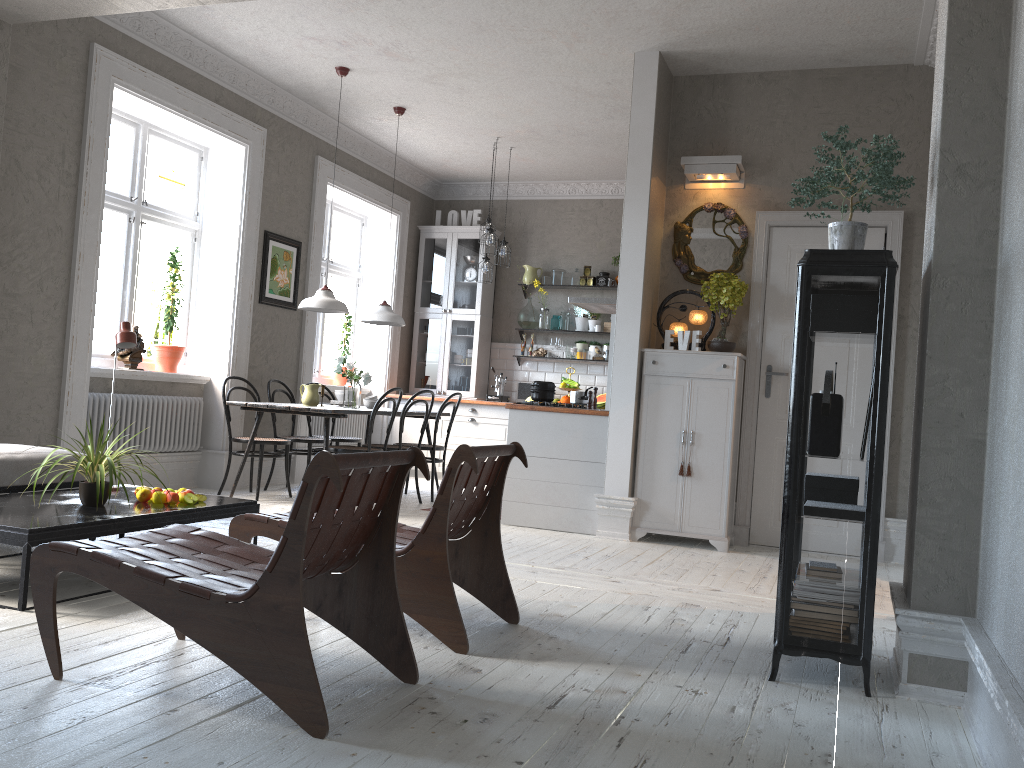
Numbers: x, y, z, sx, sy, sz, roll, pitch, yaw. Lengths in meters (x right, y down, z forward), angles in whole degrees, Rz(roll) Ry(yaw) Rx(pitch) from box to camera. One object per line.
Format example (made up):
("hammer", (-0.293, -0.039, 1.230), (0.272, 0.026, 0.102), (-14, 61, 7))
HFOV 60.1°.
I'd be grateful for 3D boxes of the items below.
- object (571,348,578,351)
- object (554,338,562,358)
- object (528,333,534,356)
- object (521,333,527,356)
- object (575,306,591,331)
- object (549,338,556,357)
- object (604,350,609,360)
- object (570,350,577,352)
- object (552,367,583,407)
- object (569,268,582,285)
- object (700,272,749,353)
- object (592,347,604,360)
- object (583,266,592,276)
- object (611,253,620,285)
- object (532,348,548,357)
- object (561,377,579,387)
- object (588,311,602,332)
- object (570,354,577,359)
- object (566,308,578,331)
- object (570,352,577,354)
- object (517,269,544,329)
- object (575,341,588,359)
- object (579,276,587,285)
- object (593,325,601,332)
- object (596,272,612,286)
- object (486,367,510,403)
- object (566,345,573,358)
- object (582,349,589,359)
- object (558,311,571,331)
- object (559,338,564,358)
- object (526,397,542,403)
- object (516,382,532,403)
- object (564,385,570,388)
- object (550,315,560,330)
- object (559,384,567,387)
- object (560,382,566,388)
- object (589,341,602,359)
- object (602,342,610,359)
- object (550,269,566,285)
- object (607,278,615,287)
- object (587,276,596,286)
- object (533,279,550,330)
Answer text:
("object", (0.664, -0.357, 9.481), (0.077, 0.051, 0.077), (4, -1, 6))
("object", (0.495, -0.390, 9.553), (0.081, 0.217, 0.082), (4, -1, 6))
("object", (0.220, -0.427, 9.735), (0.063, 0.264, 0.052), (5, -2, -34))
("object", (0.127, -0.432, 9.784), (0.053, 0.264, 0.061), (4, -1, -8))
("object", (0.781, -0.735, 9.589), (0.240, 0.354, 0.239), (3, -2, 38))
("object", (0.446, -0.391, 9.671), (0.081, 0.217, 0.082), (4, -1, 6))
("object", (1.021, -0.302, 9.385), (0.077, 0.108, 0.078), (4, -1, 14))
("object", (0.662, -0.331, 9.481), (0.075, 0.051, 0.079), (3, -1, 39))
("object", (0.608, 0.033, 9.372), (0.351, 0.425, 0.353), (4, -1, 5))
("object", (0.704, -1.155, 9.685), (0.142, 0.220, 0.138), (5, -1, -20))
("object", (1.438, -0.478, 5.978), (0.347, 0.553, 0.291), (5, -2, -36))
("object", (0.927, -0.324, 9.438), (0.119, 0.147, 0.100), (4, -1, -12))
("object", (0.810, -1.210, 9.529), (0.083, 0.113, 0.083), (4, -1, 0))
("object", (1.197, -1.214, 9.407), (0.255, 0.397, 0.246), (3, -2, 45))
("object", (0.301, -0.347, 9.676), (0.177, 0.111, 0.096), (4, -1, -3))
("object", (0.616, -0.023, 9.344), (0.207, 0.101, 0.068), (4, -1, 26))
("object", (0.887, -0.742, 9.497), (0.186, 0.380, 0.167), (5, -1, -19))
("object", (0.659, -0.297, 9.480), (0.076, 0.051, 0.078), (4, -1, 13))
("object", (0.648, -0.696, 9.699), (0.129, 0.264, 0.133), (4, -1, 26))
("object", (0.661, -0.314, 9.480), (0.076, 0.051, 0.078), (4, -1, 13))
("object", (0.175, -0.939, 9.703), (0.337, 0.674, 0.335), (4, -1, -11))
("object", (0.745, -0.373, 9.589), (0.156, 0.217, 0.156), (4, -1, 0))
("object", (0.775, -1.100, 9.549), (0.081, 0.113, 0.084), (4, -1, 20))
("object", (0.914, -0.588, 9.412), (0.064, 0.071, 0.104), (5, -2, -40))
("object", (0.989, -1.115, 9.525), (0.140, 0.174, 0.144), (4, -1, 20))
("object", (-0.160, 0.008, 9.586), (0.203, 0.370, 0.358), (4, -1, 21))
("object", (0.615, -0.343, 9.544), (0.079, 0.139, 0.078), (4, -1, -7))
("object", (0.789, -0.316, 9.494), (0.077, 0.108, 0.078), (4, -1, 14))
("object", (0.570, -0.675, 9.564), (0.122, 0.206, 0.127), (3, -2, 43))
("object", (0.525, -0.386, 9.638), (0.081, 0.217, 0.082), (4, -1, 6))
("object", (0.240, 0.175, 9.315), (0.194, 0.083, 0.192), (4, -1, 21))
("object", (0.228, 0.107, 9.540), (0.347, 0.226, 0.089), (4, -1, 19))
("object", (0.581, 0.040, 9.322), (0.063, 0.061, 0.067), (4, -1, 20))
("object", (0.486, -0.663, 9.689), (0.124, 0.172, 0.128), (4, -1, 24))
("object", (0.551, 0.032, 9.397), (0.095, 0.078, 0.101), (4, -1, 7))
("object", (0.539, 0.014, 9.322), (0.058, 0.069, 0.080), (3, -2, 40))
("object", (0.892, -0.358, 9.546), (0.150, 0.214, 0.170), (5, -2, -40))
("object", (1.049, -0.347, 9.500), (0.157, 0.213, 0.155), (4, -1, 18))
("object", (0.502, -1.152, 9.654), (0.175, 0.184, 0.169), (5, -1, -31))
("object", (1.054, -1.074, 9.394), (0.092, 0.096, 0.075), (4, -1, 21))
("object", (0.855, -1.094, 9.517), (0.081, 0.113, 0.084), (3, -1, 30))
("object", (0.316, -0.862, 9.603), (0.190, 0.540, 0.283), (4, -1, 13))
